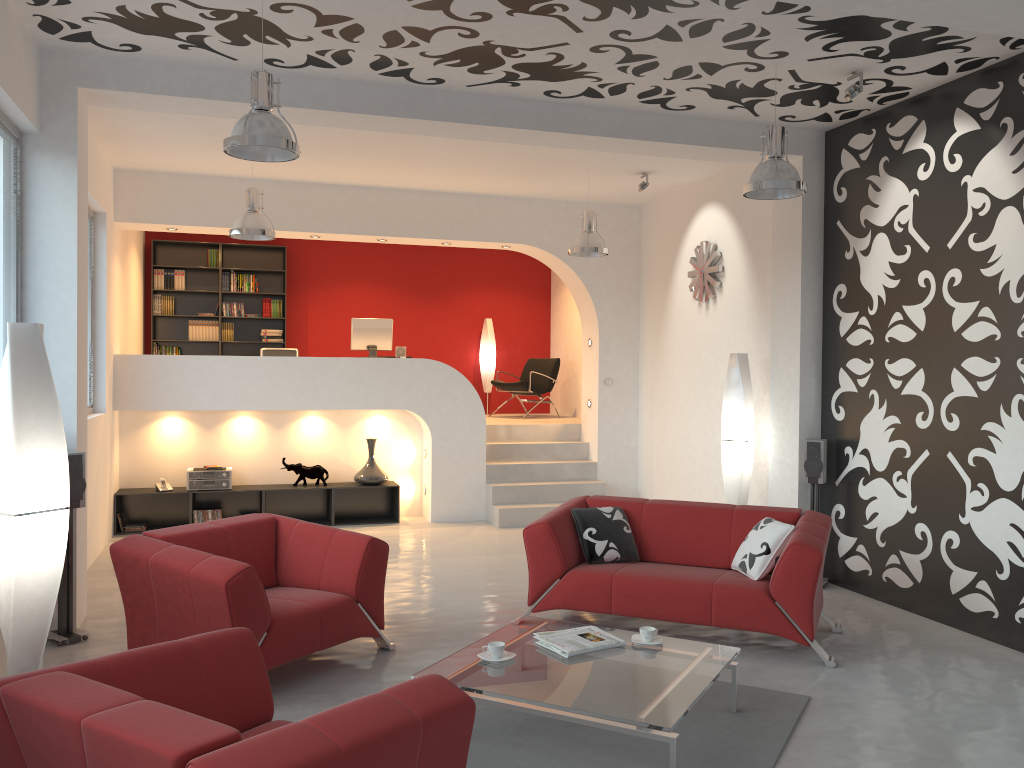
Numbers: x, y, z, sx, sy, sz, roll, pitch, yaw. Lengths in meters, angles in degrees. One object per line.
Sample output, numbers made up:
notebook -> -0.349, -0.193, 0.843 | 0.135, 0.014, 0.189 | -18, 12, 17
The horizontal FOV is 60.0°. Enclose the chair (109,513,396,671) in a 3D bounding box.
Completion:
chair -> -1.378, 1.160, 4.811 | 0.951, 0.738, 1.288 | 1, 1, 33

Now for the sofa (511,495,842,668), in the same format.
sofa -> 1.053, 1.171, 5.621 | 1.929, 0.738, 0.951 | 1, 1, 23

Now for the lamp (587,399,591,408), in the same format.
lamp -> 0.888, 0.224, 10.190 | 0.011, 0.105, 0.105 | 0, 1, -17

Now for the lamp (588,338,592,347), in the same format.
lamp -> 0.894, -0.475, 10.181 | 0.011, 0.105, 0.105 | 0, 1, -17

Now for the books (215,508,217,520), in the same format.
books -> -2.973, 1.348, 8.923 | 0.031, 0.190, 0.135 | 0, 1, -17

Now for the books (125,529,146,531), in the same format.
books -> -3.709, 1.431, 8.748 | 0.190, 0.015, 0.135 | 0, 1, -17

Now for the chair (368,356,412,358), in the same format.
chair -> -1.613, 0.038, 11.200 | 0.664, 0.795, 0.768 | 1, 1, 3

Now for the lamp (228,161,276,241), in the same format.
lamp -> -2.159, -1.620, 7.375 | 0.379, 0.800, 0.379 | 1, 1, 44

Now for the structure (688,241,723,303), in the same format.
structure -> 1.863, -1.091, 8.621 | 0.090, 0.596, 0.596 | 0, 1, -17

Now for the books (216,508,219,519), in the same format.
books -> -2.959, 1.348, 8.927 | 0.031, 0.190, 0.135 | 0, 1, -17

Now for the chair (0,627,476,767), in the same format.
chair -> -0.828, 1.196, 2.617 | 1.288, 0.738, 0.951 | 1, 1, 33

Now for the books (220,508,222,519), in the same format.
books -> -2.930, 1.348, 8.936 | 0.031, 0.190, 0.135 | 0, 1, -17

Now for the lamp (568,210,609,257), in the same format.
lamp -> 0.715, -1.606, 8.267 | 0.379, 0.800, 0.379 | 1, 1, 44

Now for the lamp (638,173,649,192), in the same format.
lamp -> 1.252, -1.910, 8.416 | 0.112, 0.176, 0.118 | 1, 1, 25

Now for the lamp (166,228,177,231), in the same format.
lamp -> -3.389, -1.541, 8.834 | 0.105, 0.011, 0.105 | 0, 1, -13

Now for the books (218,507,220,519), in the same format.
books -> -2.944, 1.348, 8.932 | 0.031, 0.190, 0.135 | 0, 1, -17

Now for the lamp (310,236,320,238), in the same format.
lamp -> -2.051, -1.535, 9.249 | 0.105, 0.011, 0.105 | 0, 1, -28

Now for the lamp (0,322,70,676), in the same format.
lamp -> -1.905, 0.653, 3.471 | 0.313, 1.779, 0.313 | 0, 1, -25

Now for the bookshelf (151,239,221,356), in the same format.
bookshelf -> -4.154, -0.695, 11.325 | 0.816, 2.213, 0.305 | 0, 1, -17

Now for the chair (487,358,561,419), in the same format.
chair -> 0.175, 0.046, 11.816 | 0.768, 0.795, 0.664 | 0, 1, -42

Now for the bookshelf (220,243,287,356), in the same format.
bookshelf -> -3.375, -0.691, 11.567 | 0.816, 2.213, 0.305 | 0, 1, -17

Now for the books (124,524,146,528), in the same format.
books -> -3.719, 1.401, 8.745 | 0.190, 0.015, 0.135 | 0, 1, -17

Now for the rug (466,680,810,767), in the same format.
rug -> 0.336, 1.550, 4.053 | 1.700, 0.025, 1.700 | 1, 1, 28

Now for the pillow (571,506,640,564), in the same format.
pillow -> 0.612, 0.987, 5.811 | 0.402, 0.343, 0.288 | 0, 1, -25

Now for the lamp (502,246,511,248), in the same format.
lamp -> -0.064, -1.525, 9.866 | 0.105, 0.011, 0.105 | 0, 1, -28

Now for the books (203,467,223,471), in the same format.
books -> -3.016, 0.854, 8.948 | 0.135, 0.015, 0.190 | 0, 1, -37

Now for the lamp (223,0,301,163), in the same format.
lamp -> -1.270, -1.571, 4.510 | 0.379, 0.800, 0.379 | 1, 1, 12

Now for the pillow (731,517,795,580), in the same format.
pillow -> 1.530, 1.001, 5.420 | 0.288, 0.343, 0.402 | 0, 1, -10

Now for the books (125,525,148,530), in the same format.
books -> -3.704, 1.416, 8.750 | 0.190, 0.015, 0.135 | 0, 1, -17

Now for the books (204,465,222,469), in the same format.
books -> -3.022, 0.839, 8.956 | 0.135, 0.015, 0.190 | 0, 1, -32

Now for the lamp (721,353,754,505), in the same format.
lamp -> 1.894, 0.632, 7.450 | 0.313, 1.779, 0.313 | 0, 1, -9

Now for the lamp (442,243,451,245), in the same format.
lamp -> -0.714, -1.528, 9.664 | 0.105, 0.011, 0.105 | 0, 1, -28

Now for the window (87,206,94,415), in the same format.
window -> -3.440, -0.619, 6.792 | 0.100, 1.800, 2.400 | 0, 1, -17

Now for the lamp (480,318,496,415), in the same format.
lamp -> -0.341, -0.244, 12.471 | 0.237, 1.349, 0.237 | 0, 1, -9

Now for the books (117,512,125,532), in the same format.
books -> -3.820, 1.350, 8.660 | 0.063, 0.187, 0.135 | 0, 1, -17

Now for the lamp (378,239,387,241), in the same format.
lamp -> -1.383, -1.532, 9.456 | 0.105, 0.011, 0.105 | 0, 1, -28

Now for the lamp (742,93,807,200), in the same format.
lamp -> 1.604, -1.557, 5.402 | 0.379, 0.800, 0.379 | 0, 1, -24

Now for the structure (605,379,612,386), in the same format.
structure -> 1.086, -0.021, 9.977 | 0.080, 0.080, 0.016 | 0, 1, -17

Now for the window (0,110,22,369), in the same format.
window -> -2.611, -0.573, 4.118 | 0.100, 1.800, 2.400 | 0, 1, -17

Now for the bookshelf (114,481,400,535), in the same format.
bookshelf -> -2.562, 1.259, 9.124 | 2.764, 0.397, 0.405 | 0, 1, -17

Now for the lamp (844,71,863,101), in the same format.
lamp -> 2.140, -1.862, 5.551 | 0.112, 0.176, 0.118 | 1, 1, 25
